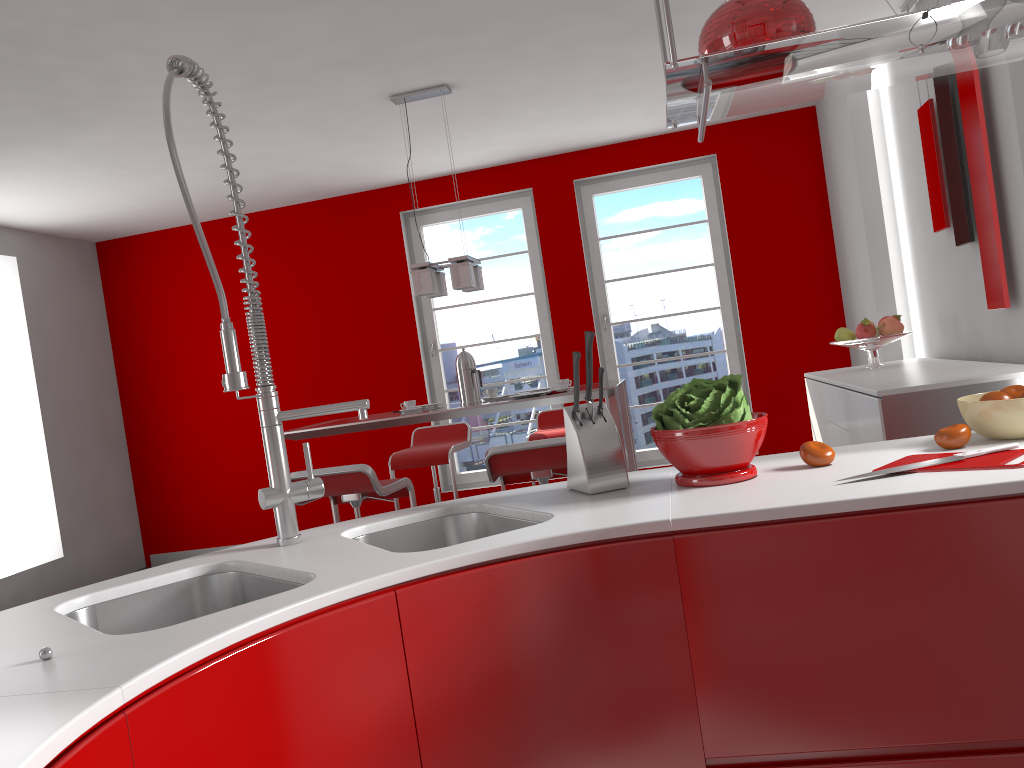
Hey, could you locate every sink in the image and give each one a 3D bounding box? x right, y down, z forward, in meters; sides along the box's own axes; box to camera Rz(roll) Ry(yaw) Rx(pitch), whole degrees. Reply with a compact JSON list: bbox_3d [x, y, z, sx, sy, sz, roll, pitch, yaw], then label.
[{"bbox_3d":[-0.117,0.374,1.701,0.326,0.172,0.428,-9,1,-28],"label":"sink"},{"bbox_3d":[-0.514,0.439,1.426,0.326,0.172,0.428,-9,2,-40],"label":"sink"}]

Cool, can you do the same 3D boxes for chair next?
[{"bbox_3d":[0.163,0.640,3.684,0.418,0.857,0.460,-8,1,6],"label":"chair"},{"bbox_3d":[-0.448,0.693,5.436,0.418,0.857,0.460,-8,1,18],"label":"chair"},{"bbox_3d":[0.360,0.576,5.304,0.418,0.857,0.460,-8,1,13],"label":"chair"},{"bbox_3d":[-0.649,0.756,3.843,0.418,0.857,0.460,-8,1,15],"label":"chair"}]

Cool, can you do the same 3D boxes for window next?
[{"bbox_3d":[1.096,-0.487,6.350,0.938,2.038,0.117,-8,1,11],"label":"window"},{"bbox_3d":[-0.169,-0.305,6.589,0.938,2.038,0.117,-8,1,11],"label":"window"}]

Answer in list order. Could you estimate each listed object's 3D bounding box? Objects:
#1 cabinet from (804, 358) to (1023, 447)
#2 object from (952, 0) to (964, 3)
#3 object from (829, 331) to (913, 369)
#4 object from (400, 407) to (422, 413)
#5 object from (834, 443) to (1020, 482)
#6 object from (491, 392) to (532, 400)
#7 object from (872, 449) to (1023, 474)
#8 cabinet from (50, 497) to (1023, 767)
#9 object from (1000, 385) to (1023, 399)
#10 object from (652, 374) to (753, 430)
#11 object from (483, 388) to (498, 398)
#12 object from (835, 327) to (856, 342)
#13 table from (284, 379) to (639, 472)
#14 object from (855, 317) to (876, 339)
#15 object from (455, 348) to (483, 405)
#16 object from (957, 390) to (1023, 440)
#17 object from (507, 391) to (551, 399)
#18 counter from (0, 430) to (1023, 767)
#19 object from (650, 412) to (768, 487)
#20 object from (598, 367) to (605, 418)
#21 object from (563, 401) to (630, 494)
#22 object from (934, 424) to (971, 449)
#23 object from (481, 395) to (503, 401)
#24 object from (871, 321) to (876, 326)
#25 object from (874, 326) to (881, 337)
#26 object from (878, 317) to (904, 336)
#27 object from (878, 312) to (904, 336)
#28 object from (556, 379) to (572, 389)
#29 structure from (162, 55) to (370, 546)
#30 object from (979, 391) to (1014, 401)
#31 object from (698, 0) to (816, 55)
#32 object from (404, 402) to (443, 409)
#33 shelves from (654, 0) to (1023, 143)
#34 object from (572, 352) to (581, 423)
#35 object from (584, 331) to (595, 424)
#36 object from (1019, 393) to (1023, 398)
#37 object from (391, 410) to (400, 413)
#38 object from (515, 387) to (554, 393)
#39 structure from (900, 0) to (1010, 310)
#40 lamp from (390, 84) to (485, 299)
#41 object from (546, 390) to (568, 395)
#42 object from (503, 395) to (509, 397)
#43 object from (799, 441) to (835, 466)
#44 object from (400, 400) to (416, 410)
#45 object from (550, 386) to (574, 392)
[{"bbox_3d":[1.830,0.375,4.021,0.610,0.880,1.802,-8,1,11],"label":"cabinet"},{"bbox_3d":[0.831,-0.700,1.652,0.060,0.141,0.060,-8,1,11],"label":"object"},{"bbox_3d":[1.846,-0.163,4.544,0.398,0.159,0.398,-9,1,-30],"label":"object"},{"bbox_3d":[-0.528,0.137,4.637,0.119,0.016,0.119,-9,1,-9],"label":"object"},{"bbox_3d":[0.729,0.136,1.541,0.375,0.008,0.041,-9,1,-13],"label":"object"},{"bbox_3d":[-0.001,0.062,4.465,0.217,0.015,0.217,-9,2,-42],"label":"object"},{"bbox_3d":[0.786,0.135,1.549,0.266,0.006,0.168,-7,2,37],"label":"object"},{"bbox_3d":[0.437,0.610,1.123,1.875,0.761,1.025,-9,1,-34],"label":"cabinet"},{"bbox_3d":[1.002,0.029,1.759,0.065,0.052,0.062,-8,1,-5],"label":"object"},{"bbox_3d":[0.377,0.080,1.753,0.198,0.182,0.193,-8,1,16],"label":"object"},{"bbox_3d":[-0.109,0.050,4.667,0.062,0.049,0.078,-9,2,-39],"label":"object"},{"bbox_3d":[1.724,-0.252,4.585,0.083,0.086,0.100,-9,1,-30],"label":"object"},{"bbox_3d":[-0.212,0.604,4.568,1.700,1.000,0.800,-8,1,11],"label":"table"},{"bbox_3d":[1.773,-0.275,4.469,0.097,0.133,0.117,-8,1,0],"label":"object"},{"bbox_3d":[-0.212,-0.045,4.511,0.149,0.287,0.113,-8,1,19],"label":"object"},{"bbox_3d":[0.993,0.062,1.745,0.201,0.086,0.201,-8,1,12],"label":"object"},{"bbox_3d":[0.085,0.055,4.217,0.217,0.015,0.217,-10,2,-43],"label":"object"},{"bbox_3d":[0.187,0.677,1.215,1.868,0.880,2.865,-7,2,44],"label":"counter"},{"bbox_3d":[0.396,0.131,1.753,0.229,0.118,0.228,-9,1,-18],"label":"object"},{"bbox_3d":[0.188,0.063,1.848,0.009,0.197,0.091,-9,1,-18],"label":"object"},{"bbox_3d":[0.167,0.129,1.860,0.091,0.178,0.137,-9,1,-16],"label":"object"},{"bbox_3d":[0.852,0.102,1.714,0.065,0.047,0.063,-8,1,10],"label":"object"},{"bbox_3d":[-0.101,0.073,4.661,0.119,0.016,0.119,-8,1,8],"label":"object"},{"bbox_3d":[1.854,-0.280,4.648,0.096,0.105,0.117,-7,2,40],"label":"object"},{"bbox_3d":[1.852,-0.255,4.563,0.086,0.079,0.084,-7,2,39],"label":"object"},{"bbox_3d":[1.900,-0.287,4.435,0.121,0.101,0.097,-9,1,-11],"label":"object"},{"bbox_3d":[1.934,-0.302,4.558,0.150,0.129,0.117,-9,1,-32],"label":"object"},{"bbox_3d":[0.261,0.002,4.373,0.078,0.049,0.062,-8,1,10],"label":"object"},{"bbox_3d":[-0.472,-0.145,1.676,0.308,0.920,0.178,-9,1,-36],"label":"structure"},{"bbox_3d":[0.945,0.038,1.728,0.066,0.049,0.062,-8,1,19],"label":"object"},{"bbox_3d":[0.447,-0.707,1.658,0.213,0.266,0.213,-7,2,39],"label":"object"},{"bbox_3d":[-0.482,0.125,4.846,0.217,0.015,0.217,-8,1,35],"label":"object"},{"bbox_3d":[0.684,-1.072,1.617,0.934,1.023,0.462,-8,1,11],"label":"shelves"},{"bbox_3d":[0.137,0.073,1.833,0.012,0.279,0.130,-9,1,-18],"label":"object"},{"bbox_3d":[0.163,0.054,1.832,0.014,0.322,0.150,-9,1,-18],"label":"object"},{"bbox_3d":[1.004,0.030,1.697,0.066,0.049,0.062,-8,1,7],"label":"object"},{"bbox_3d":[-0.615,0.146,4.874,0.095,0.012,0.234,-8,1,9],"label":"object"},{"bbox_3d":[0.119,0.038,4.738,0.217,0.015,0.217,-9,1,-14],"label":"object"},{"bbox_3d":[1.940,-1.066,3.914,0.040,1.503,0.820,-8,1,11],"label":"structure"},{"bbox_3d":[-0.391,-0.974,4.523,0.304,1.025,0.304,-8,1,11],"label":"lamp"},{"bbox_3d":[0.218,0.038,4.186,0.095,0.012,0.234,-8,1,11],"label":"object"},{"bbox_3d":[-0.031,0.062,4.452,0.036,0.006,0.034,-8,1,34],"label":"object"},{"bbox_3d":[0.599,0.137,1.740,0.064,0.048,0.063,-9,1,-11],"label":"object"},{"bbox_3d":[-0.538,0.114,4.641,0.078,0.049,0.062,-8,1,33],"label":"object"},{"bbox_3d":[0.257,0.027,4.375,0.119,0.016,0.119,-8,1,30],"label":"object"}]
